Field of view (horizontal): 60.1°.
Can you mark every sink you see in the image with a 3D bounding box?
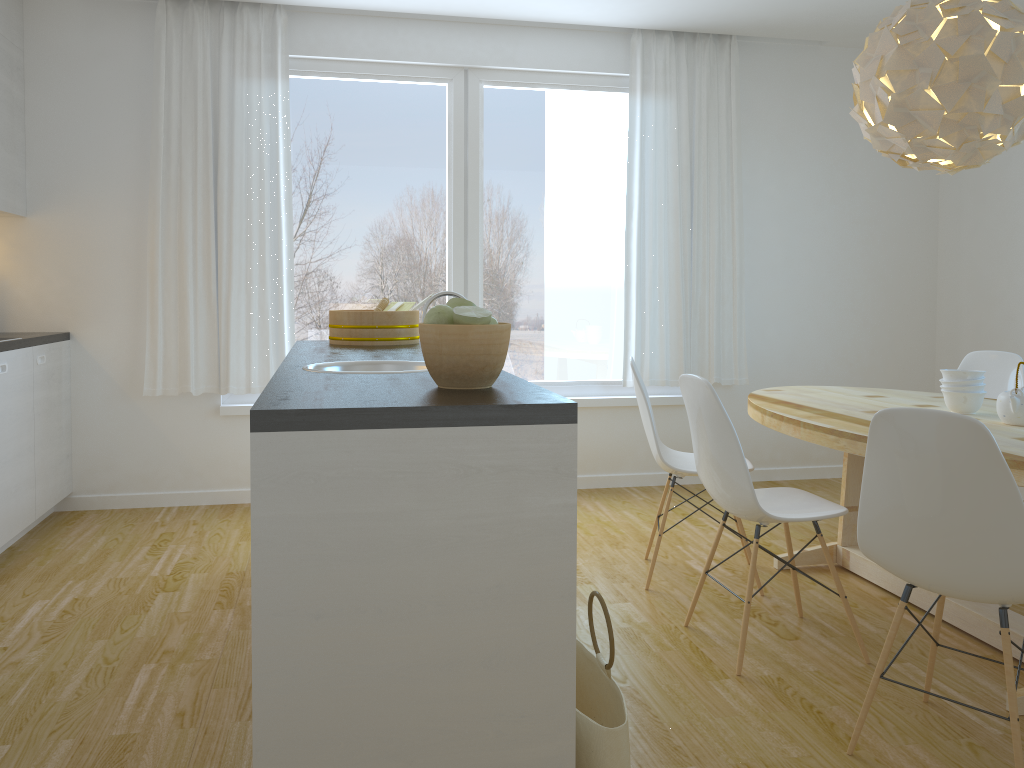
[{"bbox_3d":[-0.383,0.027,2.486,0.404,0.156,0.405,3,6,30],"label":"sink"}]

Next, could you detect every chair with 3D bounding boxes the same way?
[{"bbox_3d":[0.743,0.341,3.631,0.523,0.899,0.431,1,3,8],"label":"chair"},{"bbox_3d":[1.126,0.488,2.187,0.524,0.899,0.430,-3,4,-42],"label":"chair"},{"bbox_3d":[2.050,0.308,4.005,0.523,0.899,0.431,-2,4,-37],"label":"chair"}]

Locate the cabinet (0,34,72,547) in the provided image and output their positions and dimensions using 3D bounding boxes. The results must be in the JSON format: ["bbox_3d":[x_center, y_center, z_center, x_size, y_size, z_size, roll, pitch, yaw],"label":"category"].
[{"bbox_3d":[-2.241,-0.410,3.046,0.481,2.293,3.213,0,5,-12],"label":"cabinet"}]

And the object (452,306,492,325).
[{"bbox_3d":[-0.086,-0.135,1.906,0.086,0.065,0.084,0,4,0],"label":"object"}]

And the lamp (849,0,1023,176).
[{"bbox_3d":[1.529,-1.291,3.086,0.647,1.132,0.641,0,3,-12],"label":"lamp"}]

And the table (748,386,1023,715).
[{"bbox_3d":[1.582,0.479,3.154,1.193,0.723,2.198,-1,6,-13],"label":"table"}]

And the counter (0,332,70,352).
[{"bbox_3d":[-2.424,-0.149,3.632,0.600,0.040,2.008,-1,6,-12],"label":"counter"}]

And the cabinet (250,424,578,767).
[{"bbox_3d":[-0.415,0.415,2.817,0.600,0.907,2.410,0,5,-12],"label":"cabinet"}]

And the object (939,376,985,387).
[{"bbox_3d":[1.650,0.018,3.247,0.151,0.095,0.152,1,5,5],"label":"object"}]

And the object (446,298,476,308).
[{"bbox_3d":[-0.115,-0.163,2.031,0.077,0.071,0.074,1,4,13],"label":"object"}]

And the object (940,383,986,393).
[{"bbox_3d":[1.653,0.042,3.248,0.151,0.092,0.152,3,5,27],"label":"object"}]

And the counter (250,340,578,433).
[{"bbox_3d":[-0.413,-0.058,2.799,0.600,0.040,2.410,-1,6,-12],"label":"counter"}]

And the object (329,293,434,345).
[{"bbox_3d":[-0.573,-0.281,3.757,0.378,0.213,0.431,2,5,16],"label":"object"}]

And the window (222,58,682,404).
[{"bbox_3d":[-0.276,-0.873,5.184,2.726,1.913,0.088,-1,2,-12],"label":"window"}]

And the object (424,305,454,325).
[{"bbox_3d":[-0.152,-0.127,1.966,0.086,0.098,0.102,1,4,9],"label":"object"}]

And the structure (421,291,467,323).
[{"bbox_3d":[-0.173,-0.155,2.495,0.162,0.214,0.097,-1,3,-11],"label":"structure"}]

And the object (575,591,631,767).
[{"bbox_3d":[0.550,0.688,2.228,1.191,0.500,0.472,-3,5,-34],"label":"object"}]

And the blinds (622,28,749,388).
[{"bbox_3d":[1.053,-1.058,5.255,0.795,2.154,0.150,0,2,-11],"label":"blinds"}]

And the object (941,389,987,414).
[{"bbox_3d":[1.656,0.065,3.247,0.152,0.082,0.152,3,6,27],"label":"object"}]

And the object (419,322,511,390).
[{"bbox_3d":[-0.105,-0.064,1.967,0.206,0.141,0.205,4,6,40],"label":"object"}]

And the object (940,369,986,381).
[{"bbox_3d":[1.653,-0.010,3.247,0.152,0.087,0.152,2,5,16],"label":"object"}]

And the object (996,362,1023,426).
[{"bbox_3d":[1.689,0.031,2.956,0.177,0.211,0.147,-1,3,-12],"label":"object"}]

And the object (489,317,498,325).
[{"bbox_3d":[-0.073,-0.114,1.984,0.098,0.085,0.081,4,6,43],"label":"object"}]

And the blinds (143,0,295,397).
[{"bbox_3d":[-1.556,-1.012,4.713,0.795,2.154,0.150,0,2,-12],"label":"blinds"}]

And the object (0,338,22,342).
[{"bbox_3d":[-2.428,-0.167,3.635,0.562,0.013,0.656,-1,6,-12],"label":"object"}]
